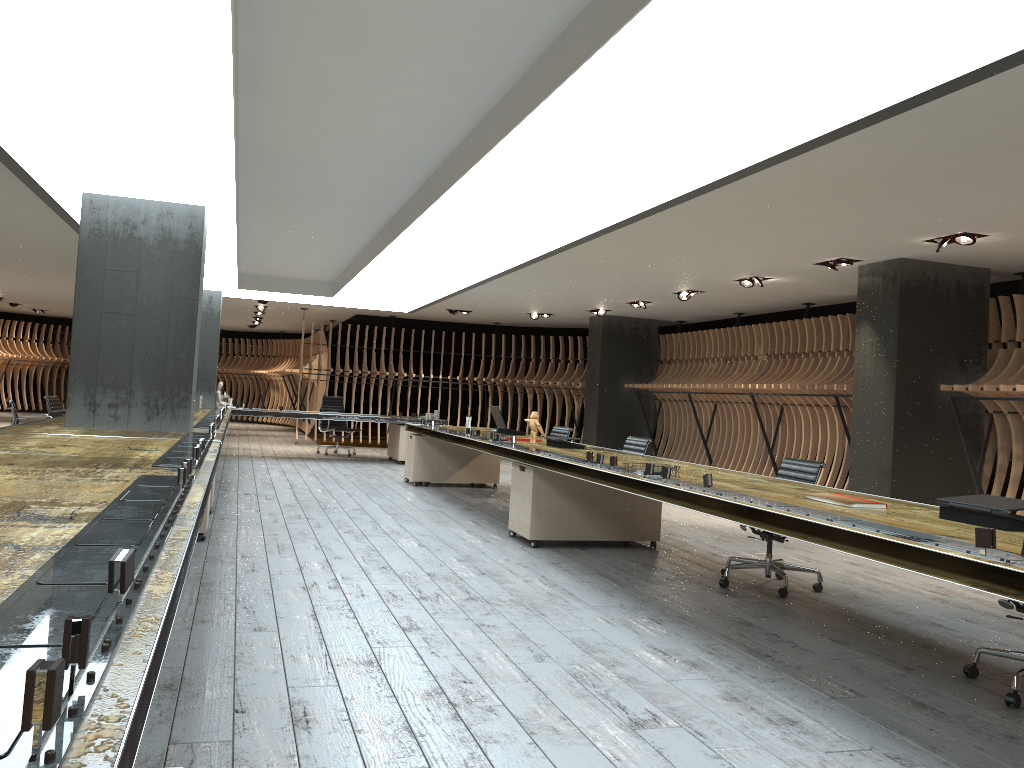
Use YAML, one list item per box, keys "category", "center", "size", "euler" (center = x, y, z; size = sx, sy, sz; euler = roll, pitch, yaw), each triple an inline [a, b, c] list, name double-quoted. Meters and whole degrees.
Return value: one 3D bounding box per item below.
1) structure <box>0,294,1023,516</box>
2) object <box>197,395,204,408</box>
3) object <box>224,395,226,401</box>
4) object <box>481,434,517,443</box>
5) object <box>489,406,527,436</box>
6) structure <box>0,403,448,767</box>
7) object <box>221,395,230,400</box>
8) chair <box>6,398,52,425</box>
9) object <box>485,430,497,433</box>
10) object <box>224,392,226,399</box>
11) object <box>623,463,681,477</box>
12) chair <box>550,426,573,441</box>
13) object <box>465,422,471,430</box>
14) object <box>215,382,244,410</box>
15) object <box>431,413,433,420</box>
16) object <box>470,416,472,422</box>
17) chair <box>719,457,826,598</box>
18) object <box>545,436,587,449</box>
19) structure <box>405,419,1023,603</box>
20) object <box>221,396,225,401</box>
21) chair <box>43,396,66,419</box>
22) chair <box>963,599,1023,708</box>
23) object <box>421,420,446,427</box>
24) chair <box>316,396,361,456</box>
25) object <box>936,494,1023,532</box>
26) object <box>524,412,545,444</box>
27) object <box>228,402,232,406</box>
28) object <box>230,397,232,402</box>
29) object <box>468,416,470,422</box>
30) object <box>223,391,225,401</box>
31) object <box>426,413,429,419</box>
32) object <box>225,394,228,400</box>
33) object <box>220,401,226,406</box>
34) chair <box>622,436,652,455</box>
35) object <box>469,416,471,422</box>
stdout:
- category: "structure"
  center: [-2.921, -0.129, 10.274]
  size: [14.877, 2.441, 36.548]
  euler: [4, -1, -17]
- category: "object"
  center: [-4.650, 0.265, 13.236]
  size: [0.079, 0.188, 0.079]
  euler: [3, -2, -2]
- category: "object"
  center: [-4.530, 0.276, 13.944]
  size: [0.009, 0.222, 0.082]
  euler: [3, -2, 12]
- category: "object"
  center: [-0.123, 0.511, 8.300]
  size: [0.302, 0.074, 0.217]
  euler: [4, -1, -23]
- category: "object"
  center: [-0.049, 0.422, 10.237]
  size: [0.365, 0.316, 0.373]
  euler: [4, -2, -17]
- category: "structure"
  center: [-1.153, 0.776, 6.544]
  size: [4.834, 0.845, 18.472]
  euler: [4, -1, -17]
- category: "object"
  center: [-4.529, 0.283, 13.995]
  size: [0.138, 0.209, 0.034]
  euler: [5, -2, -37]
- category: "chair"
  center: [-4.929, 0.593, 9.187]
  size: [0.667, 0.860, 0.693]
  euler: [5, -2, -41]
- category: "object"
  center: [-0.175, 0.569, 10.570]
  size: [0.213, 0.019, 0.219]
  euler: [4, -1, -32]
- category: "object"
  center: [-4.535, 0.254, 13.953]
  size: [0.012, 0.264, 0.062]
  euler: [2, -2, 25]
- category: "object"
  center: [0.819, 0.510, 5.223]
  size: [0.302, 0.071, 0.209]
  euler: [4, -1, -22]
- category: "chair"
  center: [0.340, 0.929, 10.579]
  size: [0.667, 0.860, 0.693]
  euler: [4, -2, -31]
- category: "object"
  center: [-0.526, 0.509, 10.646]
  size: [0.061, 0.111, 0.061]
  euler: [3, -2, 17]
- category: "object"
  center: [-4.381, 0.187, 13.781]
  size: [0.431, 0.430, 0.195]
  euler: [4, -2, -21]
- category: "object"
  center: [-1.327, 0.536, 14.609]
  size: [0.062, 0.109, 0.062]
  euler: [5, -2, -44]
- category: "object"
  center: [-0.504, 0.465, 10.636]
  size: [0.030, 0.170, 0.007]
  euler: [4, -2, -4]
- category: "chair"
  center: [1.698, 0.926, 5.962]
  size: [0.667, 0.860, 0.693]
  euler: [4, -2, -21]
- category: "object"
  center: [0.479, 0.526, 7.955]
  size: [0.262, 0.088, 0.373]
  euler: [4, -1, -17]
- category: "structure"
  center: [0.663, 0.889, 6.875]
  size: [1.161, 0.845, 10.449]
  euler: [4, -1, -17]
- category: "object"
  center: [-4.570, 0.282, 13.938]
  size: [0.081, 0.198, 0.050]
  euler: [3, -2, 8]
- category: "chair"
  center: [-5.546, 0.592, 11.170]
  size: [0.667, 0.860, 0.693]
  euler: [4, -2, -21]
- category: "chair"
  center: [2.356, 0.927, 3.852]
  size: [0.667, 0.860, 0.693]
  euler: [4, -2, -31]
- category: "object"
  center: [-1.019, 0.517, 11.554]
  size: [0.302, 0.074, 0.217]
  euler: [4, -1, -23]
- category: "chair"
  center: [-3.033, 0.738, 15.636]
  size: [0.665, 1.023, 0.699]
  euler: [5, -2, -37]
- category: "object"
  center: [1.981, 0.525, 3.639]
  size: [0.261, 0.111, 0.373]
  euler: [4, -1, -17]
- category: "object"
  center: [0.188, 0.411, 8.430]
  size: [0.097, 0.301, 0.320]
  euler: [5, -2, -33]
- category: "object"
  center: [-4.457, 0.338, 14.004]
  size: [0.061, 0.111, 0.061]
  euler: [4, -2, -28]
- category: "object"
  center: [-4.442, 0.293, 13.987]
  size: [0.030, 0.170, 0.007]
  euler: [3, -2, 23]
- category: "object"
  center: [-0.520, 0.464, 10.626]
  size: [0.007, 0.170, 0.030]
  euler: [5, -3, -40]
- category: "object"
  center: [-4.539, 0.251, 13.952]
  size: [0.008, 0.268, 0.060]
  euler: [3, -2, 0]
- category: "object"
  center: [-1.395, 0.532, 14.588]
  size: [0.062, 0.109, 0.062]
  euler: [5, -2, -44]
- category: "object"
  center: [-4.517, 0.267, 13.943]
  size: [0.084, 0.240, 0.009]
  euler: [5, -3, -40]
- category: "object"
  center: [-4.559, 0.323, 13.929]
  size: [0.108, 0.128, 0.108]
  euler: [3, -2, -2]
- category: "chair"
  center: [0.953, 0.928, 8.501]
  size: [0.667, 0.860, 0.693]
  euler: [4, -2, -26]
- category: "object"
  center: [-0.511, 0.465, 10.629]
  size: [0.030, 0.170, 0.007]
  euler: [3, -2, 23]
